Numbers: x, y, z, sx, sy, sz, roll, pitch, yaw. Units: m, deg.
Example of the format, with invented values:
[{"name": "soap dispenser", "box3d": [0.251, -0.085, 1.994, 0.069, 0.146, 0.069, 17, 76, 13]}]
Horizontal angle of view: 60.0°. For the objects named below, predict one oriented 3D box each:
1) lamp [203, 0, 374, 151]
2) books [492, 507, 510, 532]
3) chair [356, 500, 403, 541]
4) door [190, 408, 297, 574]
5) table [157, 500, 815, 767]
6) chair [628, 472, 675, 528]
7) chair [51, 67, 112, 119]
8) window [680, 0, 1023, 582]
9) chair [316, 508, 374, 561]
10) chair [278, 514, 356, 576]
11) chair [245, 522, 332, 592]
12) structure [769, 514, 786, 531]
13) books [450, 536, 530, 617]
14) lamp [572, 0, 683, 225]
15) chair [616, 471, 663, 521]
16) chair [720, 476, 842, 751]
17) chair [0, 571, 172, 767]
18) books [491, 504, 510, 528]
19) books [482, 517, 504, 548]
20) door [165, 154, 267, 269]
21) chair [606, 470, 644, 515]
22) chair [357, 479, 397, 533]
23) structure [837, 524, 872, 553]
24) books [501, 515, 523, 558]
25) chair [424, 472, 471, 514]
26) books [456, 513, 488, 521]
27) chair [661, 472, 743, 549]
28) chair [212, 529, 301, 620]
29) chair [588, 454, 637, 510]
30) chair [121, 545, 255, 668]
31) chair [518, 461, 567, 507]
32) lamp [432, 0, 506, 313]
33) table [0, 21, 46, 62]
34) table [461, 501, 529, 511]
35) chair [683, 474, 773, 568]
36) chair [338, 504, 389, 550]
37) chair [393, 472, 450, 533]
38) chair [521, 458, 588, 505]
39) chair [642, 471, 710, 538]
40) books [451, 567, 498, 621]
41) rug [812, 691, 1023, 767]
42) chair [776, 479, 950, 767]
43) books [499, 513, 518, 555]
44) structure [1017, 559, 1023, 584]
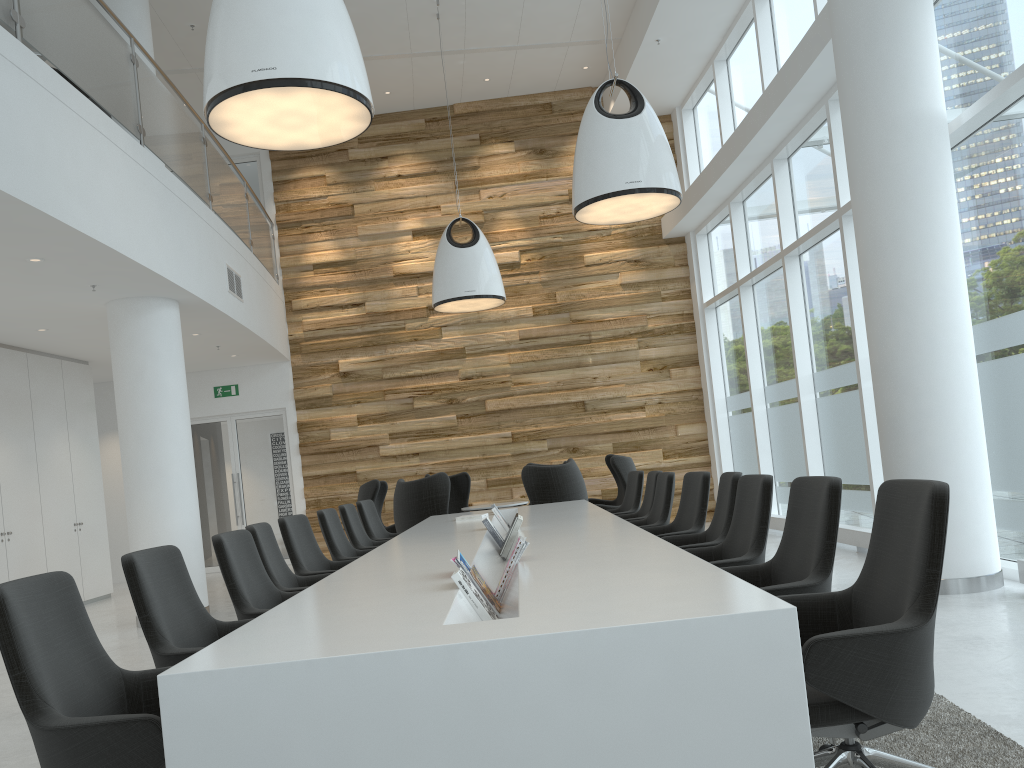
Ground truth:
[{"name": "lamp", "box3d": [-1.369, -3.206, 4.763, 0.881, 3.640, 0.888, -5, -2, -45]}, {"name": "books", "box3d": [-0.095, 1.169, 7.645, 0.139, 0.222, 0.162, -6, -3, 0]}, {"name": "chair", "box3d": [-1.059, 1.518, 8.099, 0.674, 0.964, 0.687, -6, -3, 5]}, {"name": "door", "box3d": [-4.213, 1.657, 13.644, 1.806, 2.396, 0.132, -6, -1, 2]}, {"name": "table", "box3d": [-0.023, 1.268, 5.332, 1.500, 0.737, 6.578, -6, -5, 0]}, {"name": "chair", "box3d": [0.933, 1.153, 6.479, 0.674, 0.964, 0.687, -6, -3, 0]}, {"name": "chair", "box3d": [-3.909, -2.326, 7.571, 0.913, 1.150, 0.921, -6, -3, -9]}, {"name": "window", "box3d": [-17.221, 0.833, 9.956, 63.221, 6.127, 30.765, -11, -7, 40]}, {"name": "chair", "box3d": [-1.061, 1.367, 6.467, 0.674, 0.964, 0.687, -6, -3, 0]}, {"name": "chair", "box3d": [-1.127, 1.303, 5.706, 0.674, 0.964, 0.687, -6, -3, 5]}, {"name": "chair", "box3d": [-1.112, 1.229, 4.921, 0.673, 0.964, 0.688, -6, -3, -5]}, {"name": "structure", "box3d": [3.109, 1.755, 11.330, 0.150, 0.213, 2.699, -6, -5, -5]}, {"name": "books", "box3d": [-0.062, 0.784, 3.606, 0.231, 0.274, 0.597, -7, -5, 20]}, {"name": "lamp", "box3d": [0.734, -3.209, 7.175, 0.888, 3.640, 0.881, -8, -2, 43]}, {"name": "chair", "box3d": [0.982, 1.223, 7.292, 0.674, 0.964, 0.687, -6, -3, 0]}, {"name": "chair", "box3d": [0.967, 0.861, 3.377, 0.674, 0.964, 0.687, -6, -3, 0]}, {"name": "chair", "box3d": [-1.054, 0.997, 2.495, 0.673, 0.964, 0.688, -6, -3, -5]}, {"name": "books", "box3d": [-0.100, 1.193, 7.983, 0.153, 0.240, 0.183, -6, -3, 0]}, {"name": "books", "box3d": [-0.109, 0.998, 5.886, 0.153, 0.238, 0.191, -6, -3, 0]}, {"name": "door", "box3d": [-4.638, -2.274, 13.737, 1.806, 2.396, 0.132, -6, -1, 2]}, {"name": "chair", "box3d": [0.954, 1.307, 8.168, 0.673, 0.964, 0.688, -6, -3, -5]}, {"name": "chair", "box3d": [-1.345, 1.679, 10.494, 0.916, 1.150, 0.918, -6, -3, -10]}, {"name": "structure", "box3d": [3.247, 1.447, 8.173, 0.150, 0.213, 2.699, -6, -5, -2]}, {"name": "books", "box3d": [0.000, 0.951, 5.549, 0.158, 0.241, 0.353, -6, -4, 0]}, {"name": "chair", "box3d": [-0.751, 1.708, 11.503, 0.911, 1.150, 0.922, -4, -4, -40]}, {"name": "books", "box3d": [-0.332, 1.106, 7.376, 0.224, 0.026, 0.264, -7, -5, 10]}, {"name": "chair", "box3d": [1.027, 1.001, 4.957, 0.674, 0.964, 0.687, -6, -3, 5]}, {"name": "chair", "box3d": [-1.033, 1.152, 4.185, 0.674, 0.964, 0.687, -6, -3, 0]}, {"name": "chair", "box3d": [1.062, 1.420, 10.513, 0.916, 1.150, 0.918, -6, -3, -10]}, {"name": "chair", "box3d": [-1.082, 1.082, 3.371, 0.674, 0.964, 0.687, -6, -3, 0]}, {"name": "chair", "box3d": [0.409, 1.583, 11.502, 0.916, 1.150, 0.917, -7, -3, 20]}, {"name": "lamp", "box3d": [-0.699, -2.738, 10.584, 0.888, 3.640, 0.882, -7, -2, 39]}, {"name": "table", "box3d": [-3.887, -2.205, 6.686, 0.803, 0.752, 0.798, -9, -4, 39]}, {"name": "table", "box3d": [-0.166, 1.774, 10.475, 0.802, 0.695, 0.799, -8, -4, 25]}, {"name": "chair", "box3d": [0.961, 0.938, 4.196, 0.674, 0.964, 0.687, -6, -3, 0]}, {"name": "chair", "box3d": [-1.066, 1.443, 7.286, 0.674, 0.964, 0.687, -6, -3, 0]}, {"name": "chair", "box3d": [-0.785, 1.526, 9.503, 0.916, 1.150, 0.917, -7, -3, 20]}, {"name": "chair", "box3d": [0.391, 1.396, 9.472, 0.911, 1.150, 0.922, -4, -4, -40]}, {"name": "chair", "box3d": [1.012, 1.076, 5.742, 0.673, 0.964, 0.688, -6, -3, -5]}, {"name": "books", "box3d": [-0.127, 0.755, 3.111, 0.143, 0.226, 0.204, -6, -3, -1]}, {"name": "rug", "box3d": [-0.134, 1.683, 5.663, 3.939, 0.010, 13.492, -6, -5, 0]}, {"name": "chair", "box3d": [0.959, 0.787, 2.564, 0.674, 0.964, 0.687, -6, -3, 5]}, {"name": "books", "box3d": [-0.018, 0.934, 5.530, 0.139, 0.229, 0.358, -6, -4, 0]}, {"name": "structure", "box3d": [3.217, 1.086, 4.245, 0.150, 0.213, 2.697, -6, -5, 2]}]
